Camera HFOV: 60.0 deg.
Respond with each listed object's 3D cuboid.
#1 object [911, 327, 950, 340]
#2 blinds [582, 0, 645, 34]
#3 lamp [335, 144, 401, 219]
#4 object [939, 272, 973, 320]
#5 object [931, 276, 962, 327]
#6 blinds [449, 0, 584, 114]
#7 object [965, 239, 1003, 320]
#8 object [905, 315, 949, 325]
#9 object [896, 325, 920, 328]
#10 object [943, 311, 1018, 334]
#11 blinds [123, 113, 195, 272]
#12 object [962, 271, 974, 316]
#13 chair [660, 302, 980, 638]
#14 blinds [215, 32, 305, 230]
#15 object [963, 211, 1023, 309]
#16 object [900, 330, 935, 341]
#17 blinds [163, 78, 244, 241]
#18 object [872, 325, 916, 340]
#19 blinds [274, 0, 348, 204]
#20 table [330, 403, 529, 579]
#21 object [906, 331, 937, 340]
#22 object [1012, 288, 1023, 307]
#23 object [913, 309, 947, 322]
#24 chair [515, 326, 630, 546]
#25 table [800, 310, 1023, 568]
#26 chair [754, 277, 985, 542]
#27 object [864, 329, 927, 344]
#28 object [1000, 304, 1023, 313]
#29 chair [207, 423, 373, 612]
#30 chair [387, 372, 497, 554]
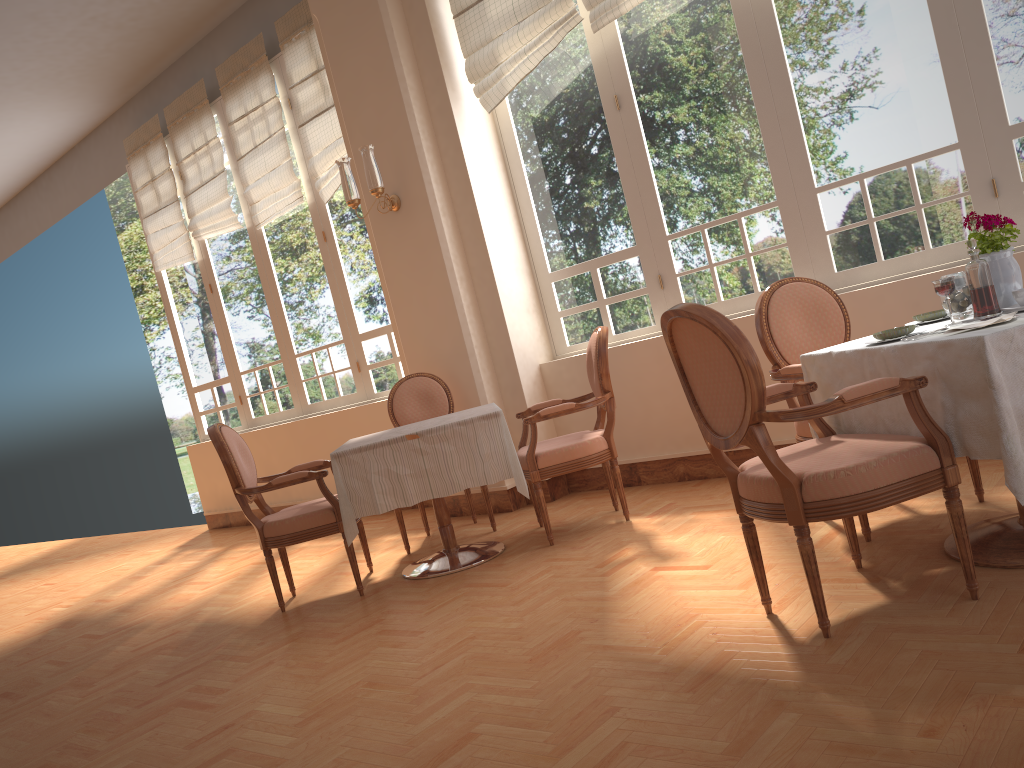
[{"bbox_3d":[1.147,-0.139,2.425,0.125,0.006,0.027,-15,2,-15],"label":"object"},{"bbox_3d":[0.544,-2.477,4.310,0.788,1.236,0.085,-12,4,42],"label":"blinds"},{"bbox_3d":[-0.820,-1.181,5.220,0.321,0.362,0.273,-12,3,42],"label":"lamp"},{"bbox_3d":[1.313,-0.257,2.617,0.092,0.138,0.093,-15,3,-20],"label":"object"},{"bbox_3d":[1.245,-0.235,2.532,0.062,0.135,0.062,-15,3,-17],"label":"object"},{"bbox_3d":[-0.045,-2.276,4.862,0.844,1.377,0.072,-12,4,42],"label":"blinds"},{"bbox_3d":[1.311,-0.295,2.486,0.074,0.222,0.074,-13,3,21],"label":"object"},{"bbox_3d":[1.354,-0.208,2.849,0.171,0.005,0.171,-15,2,-18],"label":"object"},{"bbox_3d":[1.262,-0.183,2.828,0.013,0.004,0.127,-15,2,-11],"label":"object"},{"bbox_3d":[1.240,-0.162,2.291,0.234,0.012,0.095,-15,2,-10],"label":"object"},{"bbox_3d":[-3.146,-1.646,7.868,0.690,1.293,0.038,-12,4,42],"label":"blinds"},{"bbox_3d":[1.364,-0.271,2.697,0.062,0.135,0.062,-15,3,-17],"label":"object"},{"bbox_3d":[0.804,0.172,2.445,0.592,0.932,0.521,-15,3,-15],"label":"chair"},{"bbox_3d":[-1.947,-1.904,6.770,0.690,1.302,0.054,-12,4,41],"label":"blinds"},{"bbox_3d":[1.407,-0.364,2.568,0.143,0.302,0.124,-12,3,40],"label":"object"},{"bbox_3d":[1.136,-0.138,2.471,0.127,0.004,0.013,-15,2,-14],"label":"object"},{"bbox_3d":[-2.585,-1.798,7.331,0.700,1.236,0.085,-12,4,42],"label":"blinds"},{"bbox_3d":[1.106,-0.145,2.564,0.117,0.024,0.117,-16,3,-38],"label":"object"},{"bbox_3d":[-1.306,-2.007,6.212,0.700,1.377,0.072,-12,4,42],"label":"blinds"},{"bbox_3d":[-0.363,0.530,4.287,0.829,0.677,0.831,-14,2,-3],"label":"table"},{"bbox_3d":[1.139,-0.136,2.450,0.125,0.002,0.016,-15,2,-14],"label":"object"},{"bbox_3d":[1.419,-0.239,2.443,0.062,0.049,0.077,-14,2,14],"label":"object"},{"bbox_3d":[1.352,-0.218,2.849,0.117,0.024,0.117,-13,2,21],"label":"object"},{"bbox_3d":[0.288,0.233,4.339,0.593,0.932,0.520,-14,3,-4],"label":"chair"},{"bbox_3d":[1.467,0.128,2.595,0.829,0.681,0.837,-15,2,-15],"label":"table"},{"bbox_3d":[1.251,0.029,3.265,0.520,0.932,0.593,-15,3,-15],"label":"chair"},{"bbox_3d":[1.109,-0.135,2.564,0.171,0.005,0.171,-15,2,-11],"label":"object"},{"bbox_3d":[1.426,-0.216,2.451,0.119,0.016,0.119,-15,2,-29],"label":"object"},{"bbox_3d":[-1.048,0.573,4.266,0.593,0.932,0.520,-14,3,-4],"label":"chair"},{"bbox_3d":[-0.452,0.396,4.976,0.521,0.932,0.593,-14,3,-4],"label":"chair"}]
